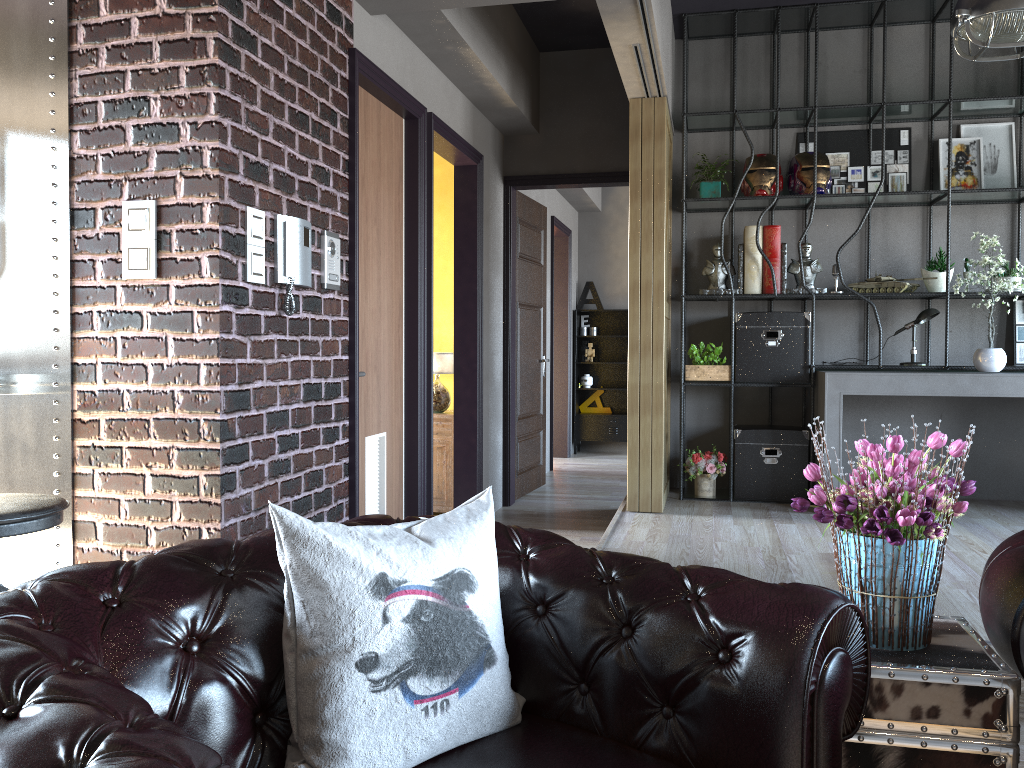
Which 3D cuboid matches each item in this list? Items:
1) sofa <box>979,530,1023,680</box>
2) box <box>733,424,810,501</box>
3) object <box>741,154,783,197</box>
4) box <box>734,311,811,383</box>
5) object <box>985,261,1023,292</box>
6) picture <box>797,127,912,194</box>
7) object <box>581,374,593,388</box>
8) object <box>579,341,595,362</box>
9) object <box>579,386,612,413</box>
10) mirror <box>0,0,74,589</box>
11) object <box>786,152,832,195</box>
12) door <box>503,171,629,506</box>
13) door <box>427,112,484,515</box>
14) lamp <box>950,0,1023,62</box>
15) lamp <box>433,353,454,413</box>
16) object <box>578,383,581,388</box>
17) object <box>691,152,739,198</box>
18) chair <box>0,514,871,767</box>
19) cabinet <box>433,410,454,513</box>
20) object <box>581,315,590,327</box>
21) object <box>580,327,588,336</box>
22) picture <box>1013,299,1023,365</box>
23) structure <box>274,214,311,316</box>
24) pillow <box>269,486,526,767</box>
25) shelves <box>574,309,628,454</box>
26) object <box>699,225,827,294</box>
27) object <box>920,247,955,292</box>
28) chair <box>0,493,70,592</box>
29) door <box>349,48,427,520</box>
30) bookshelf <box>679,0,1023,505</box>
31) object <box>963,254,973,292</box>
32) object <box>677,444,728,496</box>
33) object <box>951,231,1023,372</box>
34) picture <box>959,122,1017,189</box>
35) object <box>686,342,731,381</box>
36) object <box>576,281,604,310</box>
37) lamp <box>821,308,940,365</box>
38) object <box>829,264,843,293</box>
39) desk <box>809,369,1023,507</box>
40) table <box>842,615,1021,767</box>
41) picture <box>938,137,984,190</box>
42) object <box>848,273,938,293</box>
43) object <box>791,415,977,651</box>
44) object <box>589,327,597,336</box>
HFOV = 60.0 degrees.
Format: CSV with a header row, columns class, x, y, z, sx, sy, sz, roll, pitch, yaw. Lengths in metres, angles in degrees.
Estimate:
class,x,y,z,sx,sy,sz,roll,pitch,yaw
sofa,2.285,0.753,1.601,2.566,0.838,1.240,1,2,12
box,1.776,0.530,6.114,0.489,0.481,0.374,1,2,13
object,1.704,-1.412,6.049,0.280,0.327,0.399,1,2,18
box,1.779,-0.254,6.094,0.489,0.481,0.374,1,2,13
object,3.187,-0.693,5.725,0.235,0.212,0.235,-1,2,-32
picture,2.376,-1.518,6.165,0.749,0.503,0.058,1,2,13
object,0.875,-0.033,10.387,0.139,0.162,0.139,-1,2,-22
object,0.880,-0.386,10.395,0.190,0.254,0.129,1,2,11
object,0.994,0.184,10.517,0.393,0.321,0.057,1,2,13
mirror,-2.004,-0.637,3.125,1.048,3.459,0.050,1,2,13
object,2.015,-1.408,5.979,0.280,0.327,0.399,0,2,3
door,0.596,-0.338,7.262,1.150,2.543,1.129,1,2,13
door,-0.859,-0.279,5.668,1.098,2.543,1.150,1,2,13
lamp,2.445,-2.233,4.460,0.534,1.148,0.515,0,2,-10
lamp,-0.558,0.293,6.461,0.291,1.044,0.441,0,2,-14
object,0.782,0.017,10.326,0.031,0.054,0.042,-1,2,-32
object,1.372,-1.419,6.139,0.324,0.339,0.295,-1,2,-31
chair,-0.234,0.742,1.566,1.245,0.845,1.493,2,3,43
cabinet,-1.030,0.573,6.570,1.432,0.750,0.408,1,2,13
object,0.869,-0.743,10.525,0.107,0.151,0.055,1,2,13
object,0.846,-0.619,10.489,0.095,0.101,0.095,2,2,35
picture,3.684,-0.344,5.865,0.665,0.447,0.051,1,2,13
structure,-0.816,-0.441,3.380,0.068,0.370,0.279,1,2,13
pillow,-0.201,0.451,1.722,0.541,0.502,0.290,-1,2,-39
shelves,1.201,-0.022,10.324,0.911,1.677,0.353,1,2,13
object,1.714,-0.837,6.090,0.833,0.466,0.290,1,2,13
object,2.787,-0.744,5.794,0.136,0.305,0.193,-1,2,-44
chair,-1.507,0.729,2.536,0.439,0.781,0.439,0,2,-9
door,-0.686,-0.226,4.431,0.219,2.539,1.003,1,2,13
bookshelf,3.374,-0.824,5.732,4.483,3.281,0.526,1,2,13
object,3.044,-0.732,5.930,0.113,0.273,0.113,0,2,-21
object,1.314,0.589,6.129,0.345,0.362,0.332,1,2,16
object,2.893,-0.499,5.323,0.398,0.852,0.420,-1,2,-31
picture,3.194,-1.497,5.950,0.332,0.514,0.119,1,2,13
object,1.338,-0.157,6.035,0.304,0.265,0.180,1,2,13
object,0.924,-1.041,10.503,0.343,0.344,0.057,1,2,13
lamp,2.478,-0.315,5.962,0.740,0.371,0.205,2,2,37
object,2.151,-0.697,5.883,0.093,0.200,0.093,0,2,8
desk,3.059,0.368,5.657,2.129,0.885,0.845,1,2,13
table,0.816,0.848,1.930,0.417,0.609,0.405,1,2,13
picture,3.012,-1.447,5.949,0.268,0.413,0.101,1,2,13
object,2.539,-0.681,5.912,0.206,0.170,0.577,-2,3,-42
object,0.810,0.311,1.919,0.349,0.484,0.352,2,2,43
object,0.958,-0.618,10.464,0.095,0.101,0.095,2,2,35
